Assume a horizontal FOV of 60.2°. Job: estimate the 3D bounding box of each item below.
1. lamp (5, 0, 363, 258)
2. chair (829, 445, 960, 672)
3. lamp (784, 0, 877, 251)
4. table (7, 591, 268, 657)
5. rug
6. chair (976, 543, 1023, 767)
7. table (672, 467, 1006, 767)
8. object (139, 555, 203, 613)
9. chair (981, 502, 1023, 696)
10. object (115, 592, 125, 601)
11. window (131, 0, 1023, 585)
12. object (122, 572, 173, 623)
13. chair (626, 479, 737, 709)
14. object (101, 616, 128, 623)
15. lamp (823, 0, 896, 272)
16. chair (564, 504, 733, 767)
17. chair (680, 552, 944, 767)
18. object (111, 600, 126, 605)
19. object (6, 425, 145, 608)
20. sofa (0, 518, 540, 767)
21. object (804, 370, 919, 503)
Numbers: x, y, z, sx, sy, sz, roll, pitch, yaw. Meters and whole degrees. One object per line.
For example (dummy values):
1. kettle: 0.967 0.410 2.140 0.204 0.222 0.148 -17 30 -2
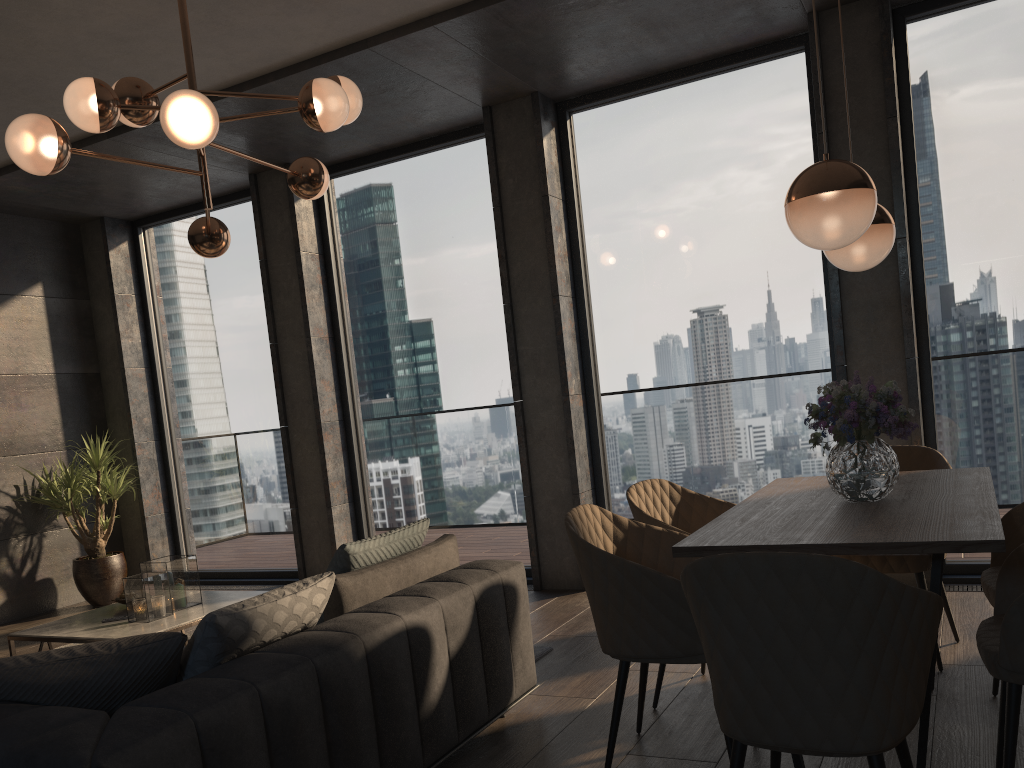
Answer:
1. lamp: -1.129 -1.160 3.449 1.015 1.043 1.459 -6 0 3
2. chair: 1.549 0.691 3.630 0.557 0.840 0.506 -5 3 32
3. lamp: 0.801 -1.138 2.373 0.239 1.553 0.237 -6 4 3
4. table: -1.873 1.338 4.598 0.933 0.310 0.925 -7 -1 27
5. rug: -1.588 1.458 4.199 3.154 0.020 1.719 -7 -1 27
6. chair: 1.454 0.669 2.216 0.512 0.840 0.551 -5 3 27
7. table: 1.134 0.751 2.821 0.771 0.772 1.458 -5 0 27
8. object: -1.779 1.040 4.610 0.197 0.262 0.198 -5 2 27
9. chair: 1.768 0.648 2.781 0.511 0.840 0.551 -5 3 22
10. object: -1.995 1.160 4.803 0.324 0.072 0.276 -6 -1 16
11. window: 0.273 -0.215 5.653 7.289 3.017 0.197 -6 3 27
12. object: -1.812 1.059 4.398 0.150 0.222 0.147 -5 3 27
13. chair: 0.754 0.770 3.330 0.512 0.840 0.551 -4 3 37
14. object: -1.971 1.183 4.458 0.180 0.012 0.046 -6 -1 -11
15. lamp: 1.119 -1.158 2.992 0.240 1.553 0.237 -4 4 33
16. chair: 0.480 0.787 2.788 0.511 0.840 0.551 -5 3 22
17. chair: 0.690 0.746 2.019 0.557 0.840 0.506 -5 3 32
18. object: -1.987 1.157 4.800 0.347 0.084 0.346 -6 -1 5
19. object: -3.261 1.015 6.678 0.946 1.367 1.025 -7 2 -31
20. sofa: -1.633 1.051 3.249 2.920 0.787 2.012 -7 -1 27
21. object: 1.092 0.160 2.757 0.328 0.411 0.297 -6 2 -2
